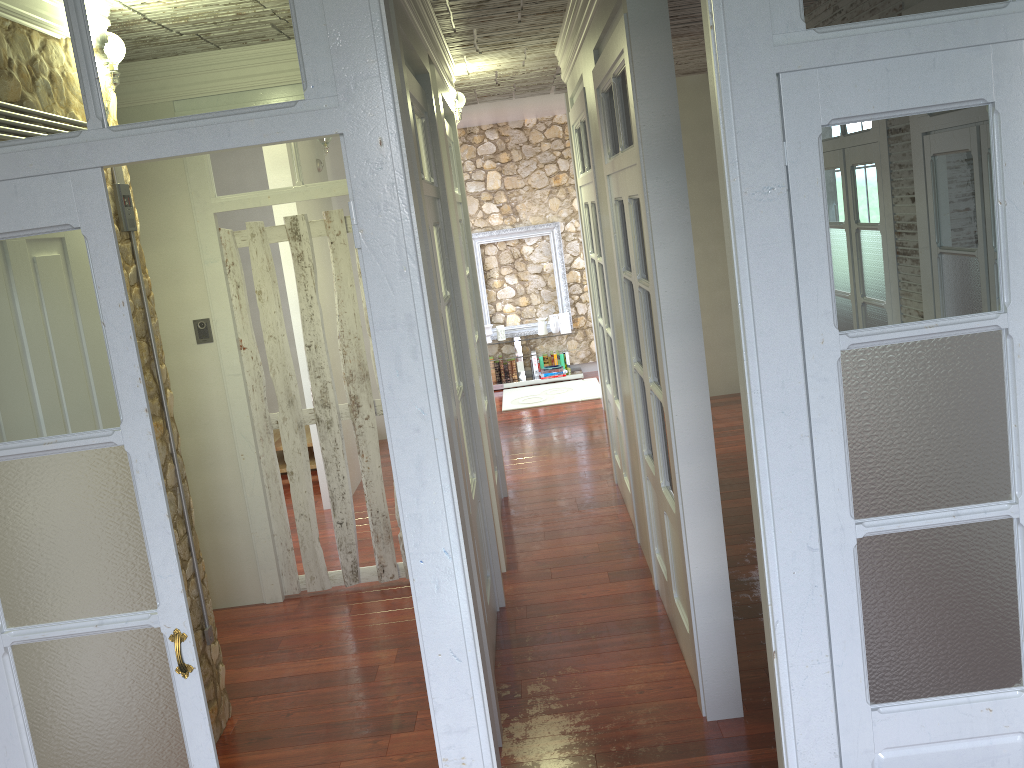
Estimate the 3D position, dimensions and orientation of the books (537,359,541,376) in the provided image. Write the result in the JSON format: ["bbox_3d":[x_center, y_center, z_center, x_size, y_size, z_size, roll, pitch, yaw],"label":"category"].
[{"bbox_3d":[0.314,-0.207,10.319,0.026,0.205,0.162,-8,9,2],"label":"books"}]

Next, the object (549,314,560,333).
[{"bbox_3d":[0.489,-0.689,10.172,0.114,0.208,0.113,0,11,41],"label":"object"}]

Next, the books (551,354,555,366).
[{"bbox_3d":[0.480,-0.243,10.312,0.034,0.233,0.184,-8,9,2],"label":"books"}]

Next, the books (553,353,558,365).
[{"bbox_3d":[0.513,-0.246,10.307,0.034,0.233,0.184,-8,9,2],"label":"books"}]

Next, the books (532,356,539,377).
[{"bbox_3d":[0.271,-0.233,10.317,0.053,0.267,0.178,-8,9,2],"label":"books"}]

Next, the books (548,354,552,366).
[{"bbox_3d":[0.446,-0.229,10.317,0.037,0.212,0.169,-8,9,2],"label":"books"}]

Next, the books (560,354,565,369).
[{"bbox_3d":[0.585,-0.252,10.318,0.045,0.220,0.176,-8,9,2],"label":"books"}]

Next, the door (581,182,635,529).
[{"bbox_3d":[0.618,-0.218,5.582,0.041,2.070,1.085,-8,8,2],"label":"door"}]

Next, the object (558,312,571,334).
[{"bbox_3d":[0.600,-0.690,10.049,0.118,0.226,0.074,-8,8,1],"label":"object"}]

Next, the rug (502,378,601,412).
[{"bbox_3d":[0.428,0.104,9.524,1.067,0.016,1.077,-7,11,1],"label":"rug"}]

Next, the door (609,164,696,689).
[{"bbox_3d":[0.614,0.121,3.821,0.041,2.070,1.085,-8,8,2],"label":"door"}]

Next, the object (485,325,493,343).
[{"bbox_3d":[-0.290,-0.570,10.148,0.173,0.192,0.172,-8,9,1],"label":"object"}]

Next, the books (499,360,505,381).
[{"bbox_3d":[-0.116,-0.178,10.304,0.044,0.268,0.141,-8,8,2],"label":"books"}]

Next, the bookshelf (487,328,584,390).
[{"bbox_3d":[0.090,-0.265,10.266,1.400,0.546,0.403,-8,9,1],"label":"bookshelf"}]

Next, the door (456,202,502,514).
[{"bbox_3d":[-0.228,-0.107,5.599,0.041,2.070,1.085,-8,8,2],"label":"door"}]

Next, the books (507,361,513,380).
[{"bbox_3d":[-0.024,-0.171,10.327,0.038,0.221,0.160,-8,9,2],"label":"books"}]

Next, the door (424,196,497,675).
[{"bbox_3d":[-0.232,0.235,3.826,0.041,2.070,1.085,-8,8,2],"label":"door"}]

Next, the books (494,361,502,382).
[{"bbox_3d":[-0.164,-0.155,10.326,0.057,0.227,0.191,-8,9,2],"label":"books"}]

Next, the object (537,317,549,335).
[{"bbox_3d":[0.354,-0.665,10.185,0.115,0.193,0.137,-3,10,31],"label":"object"}]

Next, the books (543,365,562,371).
[{"bbox_3d":[0.459,-0.186,10.097,0.204,0.023,0.145,-7,11,1],"label":"books"}]

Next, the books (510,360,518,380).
[{"bbox_3d":[0.022,-0.179,10.323,0.057,0.226,0.172,-8,9,2],"label":"books"}]

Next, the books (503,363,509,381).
[{"bbox_3d":[-0.065,-0.147,10.314,0.048,0.190,0.145,-8,9,2],"label":"books"}]

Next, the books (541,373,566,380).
[{"bbox_3d":[0.471,-0.099,10.107,0.284,0.032,0.199,-7,11,1],"label":"books"}]

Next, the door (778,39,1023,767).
[{"bbox_3d":[1.209,0.340,2.000,1.057,2.163,0.041,-8,8,1],"label":"door"}]

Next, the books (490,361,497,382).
[{"bbox_3d":[-0.227,-0.166,10.337,0.066,0.261,0.199,-8,9,2],"label":"books"}]

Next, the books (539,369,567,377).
[{"bbox_3d":[0.467,-0.130,10.103,0.285,0.031,0.199,-10,11,-13],"label":"books"}]

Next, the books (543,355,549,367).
[{"bbox_3d":[0.399,-0.228,10.312,0.057,0.226,0.172,-8,9,2],"label":"books"}]

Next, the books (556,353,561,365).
[{"bbox_3d":[0.546,-0.251,10.311,0.034,0.233,0.184,-8,9,2],"label":"books"}]

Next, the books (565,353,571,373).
[{"bbox_3d":[0.648,-0.264,10.304,0.034,0.233,0.184,-8,9,2],"label":"books"}]

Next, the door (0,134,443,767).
[{"bbox_3d":[-0.622,0.575,2.080,1.192,2.166,0.483,-12,9,-24],"label":"door"}]

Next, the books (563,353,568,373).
[{"bbox_3d":[0.619,-0.259,10.308,0.026,0.230,0.161,-8,9,2],"label":"books"}]

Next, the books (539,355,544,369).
[{"bbox_3d":[0.348,-0.223,10.335,0.045,0.220,0.176,-8,9,2],"label":"books"}]

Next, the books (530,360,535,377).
[{"bbox_3d":[0.234,-0.197,10.320,0.027,0.205,0.162,-8,9,2],"label":"books"}]

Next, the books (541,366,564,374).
[{"bbox_3d":[0.459,-0.160,10.102,0.254,0.030,0.176,-7,11,6],"label":"books"}]
